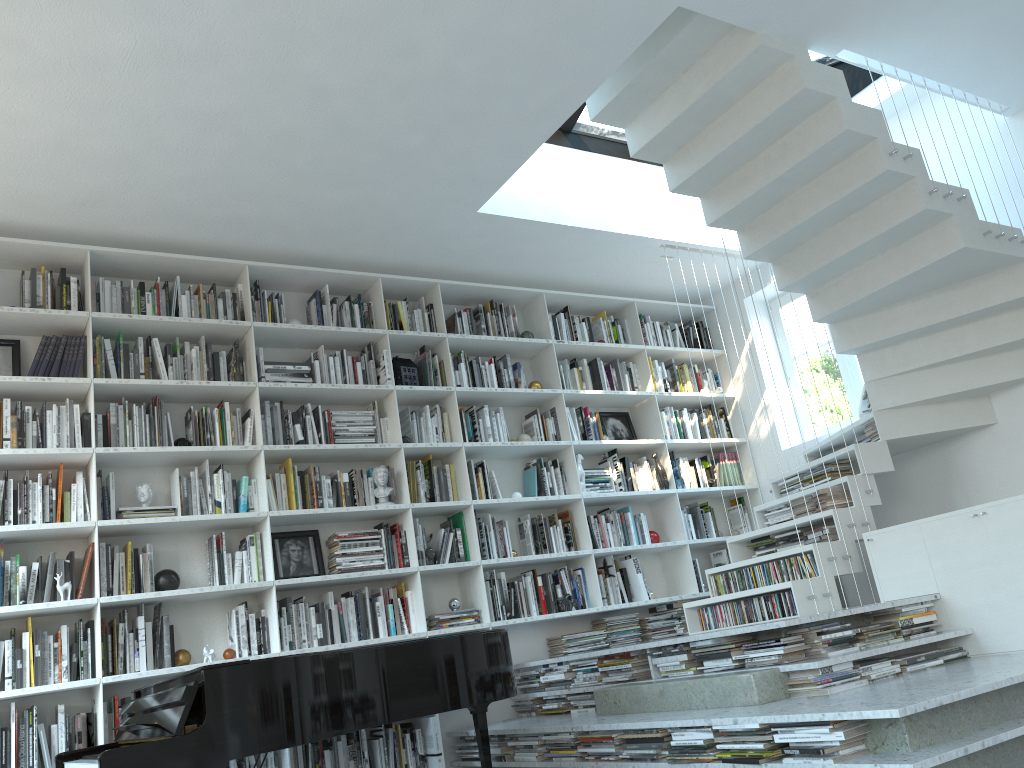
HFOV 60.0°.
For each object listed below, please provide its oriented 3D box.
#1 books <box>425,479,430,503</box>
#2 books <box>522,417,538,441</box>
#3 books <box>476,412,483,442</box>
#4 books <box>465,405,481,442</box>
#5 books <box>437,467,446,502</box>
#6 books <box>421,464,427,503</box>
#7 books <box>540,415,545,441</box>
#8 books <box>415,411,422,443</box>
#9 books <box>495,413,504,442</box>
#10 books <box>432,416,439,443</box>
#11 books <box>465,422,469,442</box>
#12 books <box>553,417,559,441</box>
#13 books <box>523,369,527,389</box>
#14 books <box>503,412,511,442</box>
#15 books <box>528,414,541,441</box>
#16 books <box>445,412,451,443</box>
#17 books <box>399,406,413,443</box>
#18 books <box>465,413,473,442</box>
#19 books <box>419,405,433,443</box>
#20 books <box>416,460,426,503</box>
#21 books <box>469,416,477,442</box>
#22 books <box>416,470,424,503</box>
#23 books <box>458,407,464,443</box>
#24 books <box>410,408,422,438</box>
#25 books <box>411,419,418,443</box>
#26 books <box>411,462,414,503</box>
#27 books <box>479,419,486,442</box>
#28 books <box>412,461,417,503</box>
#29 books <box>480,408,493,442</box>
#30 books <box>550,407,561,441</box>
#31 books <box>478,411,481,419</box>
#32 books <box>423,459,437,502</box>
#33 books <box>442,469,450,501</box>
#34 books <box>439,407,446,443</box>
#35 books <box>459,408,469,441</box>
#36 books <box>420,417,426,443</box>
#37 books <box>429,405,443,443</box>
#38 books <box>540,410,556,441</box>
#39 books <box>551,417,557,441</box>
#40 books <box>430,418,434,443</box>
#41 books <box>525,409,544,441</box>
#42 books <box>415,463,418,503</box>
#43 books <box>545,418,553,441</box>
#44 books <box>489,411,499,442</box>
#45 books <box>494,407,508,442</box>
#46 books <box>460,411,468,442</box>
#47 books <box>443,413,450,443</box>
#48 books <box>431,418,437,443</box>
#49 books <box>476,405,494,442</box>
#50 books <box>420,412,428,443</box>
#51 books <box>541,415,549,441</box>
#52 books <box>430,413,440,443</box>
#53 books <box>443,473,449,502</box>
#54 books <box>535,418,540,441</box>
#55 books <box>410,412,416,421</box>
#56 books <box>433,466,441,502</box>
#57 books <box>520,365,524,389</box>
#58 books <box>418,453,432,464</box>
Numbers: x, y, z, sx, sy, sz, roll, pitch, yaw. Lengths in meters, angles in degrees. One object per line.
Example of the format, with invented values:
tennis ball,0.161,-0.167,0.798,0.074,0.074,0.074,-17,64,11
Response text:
books,-0.552,0.698,5.515,0.030,0.180,0.132,1,-20,-32
books,0.126,0.350,6.088,0.015,0.219,0.140,1,-20,-32
books,-0.252,0.324,5.827,0.022,0.236,0.165,1,-20,-32
books,-0.268,0.301,5.818,0.014,0.279,0.178,1,-20,-32
books,-0.473,0.657,5.530,0.027,0.241,0.189,1,-20,-32
books,-0.580,0.651,5.513,0.035,0.277,0.139,1,-20,-32
books,0.168,0.338,6.111,0.016,0.243,0.152,1,-20,-32
books,-0.622,0.314,5.609,0.028,0.249,0.165,1,-20,-32
books,-0.117,0.333,5.920,0.021,0.231,0.183,1,-20,-32
books,-0.516,0.330,5.655,0.029,0.210,0.158,1,-20,-32
books,-0.330,0.355,5.783,0.021,0.178,0.137,1,-20,-32
books,0.268,0.354,6.154,0.012,0.205,0.170,1,-20,-32
books,0.047,0.000,6.182,0.026,0.228,0.141,1,-20,-32
books,-0.073,0.328,5.965,0.034,0.253,0.161,1,-20,-32
books,0.144,0.343,6.095,0.012,0.231,0.154,1,-20,-32
books,-0.448,0.322,5.710,0.026,0.237,0.173,1,-20,-32
books,-0.669,0.297,5.593,0.018,0.284,0.160,1,-20,-32
books,-0.307,0.327,5.805,0.013,0.235,0.158,1,-20,-32
books,-0.561,0.294,5.623,0.028,0.274,0.187,1,-20,-32
books,-0.586,0.635,5.487,0.019,0.293,0.164,1,-20,-32
books,-0.290,0.338,5.814,0.026,0.215,0.162,1,-20,-32
books,-0.597,0.665,5.471,0.015,0.231,0.180,1,-20,-32
books,-0.367,0.308,5.783,0.014,0.277,0.154,1,-20,-32
books,-0.612,0.302,5.622,0.019,0.274,0.146,1,-20,-32
books,-0.639,0.338,5.568,0.028,0.185,0.182,1,-20,-32
books,-0.645,0.638,5.463,0.035,0.292,0.145,1,-20,-32
books,-0.234,0.348,5.840,0.025,0.193,0.171,1,-20,-32
books,-0.626,0.633,5.458,0.035,0.292,0.145,1,-20,-32
books,-0.197,0.310,5.856,0.030,0.262,0.182,1,-20,-32
books,0.273,0.318,6.164,0.005,0.277,0.183,1,-20,-32
books,-0.227,0.321,5.864,0.011,0.256,0.131,1,-20,-32
books,-0.525,0.632,5.510,0.019,0.292,0.183,1,-20,-32
books,-0.445,0.668,5.578,0.028,0.239,0.146,1,-20,-32
books,-0.481,0.303,5.698,0.025,0.276,0.173,1,-20,-32
books,-0.332,0.311,5.820,0.014,0.283,0.136,1,-20,-32
books,-0.597,0.334,5.617,0.023,0.206,0.171,1,-20,-32
books,-0.497,0.295,5.693,0.028,0.292,0.155,1,-20,-32
books,0.233,0.328,6.138,0.016,0.256,0.176,1,-20,-32
books,0.249,0.353,6.137,0.013,0.204,0.174,1,-20,-32
books,-0.547,0.336,5.629,0.024,0.194,0.173,1,-20,-32
books,0.159,0.322,6.097,0.015,0.266,0.164,1,-20,-32
books,-0.623,0.639,5.477,0.035,0.292,0.145,1,-20,-32
books,0.220,0.357,6.131,0.013,0.201,0.174,1,-20,-32
books,-0.155,0.324,5.891,0.025,0.244,0.184,1,-20,-32
books,-0.096,0.310,5.928,0.024,0.271,0.170,1,-20,-32
books,-0.344,0.318,5.774,0.014,0.247,0.177,1,-20,-32
books,-0.455,0.320,5.687,0.028,0.229,0.177,1,-20,-32
books,-0.533,0.337,5.641,0.027,0.196,0.185,1,-20,-32
books,-0.189,0.304,5.897,0.027,0.294,0.160,1,-20,-32
books,-0.583,0.319,5.625,0.023,0.235,0.179,1,-20,-32
books,0.192,0.346,6.125,0.016,0.227,0.160,1,-20,-32
books,-0.506,0.322,5.674,0.024,0.233,0.150,1,-20,-32
books,-0.454,0.678,5.544,0.034,0.203,0.182,1,-20,-32
books,0.138,0.356,6.088,0.005,0.204,0.154,1,-20,-32
books,-0.639,0.318,5.603,0.024,0.242,0.160,1,-20,-32
books,-0.506,0.659,5.539,0.033,0.252,0.175,1,-20,-32
books,0.026,-0.001,6.146,0.048,0.216,0.183,1,-20,-32
books,-0.527,0.618,5.538,0.021,0.336,0.170,1,-20,-32
